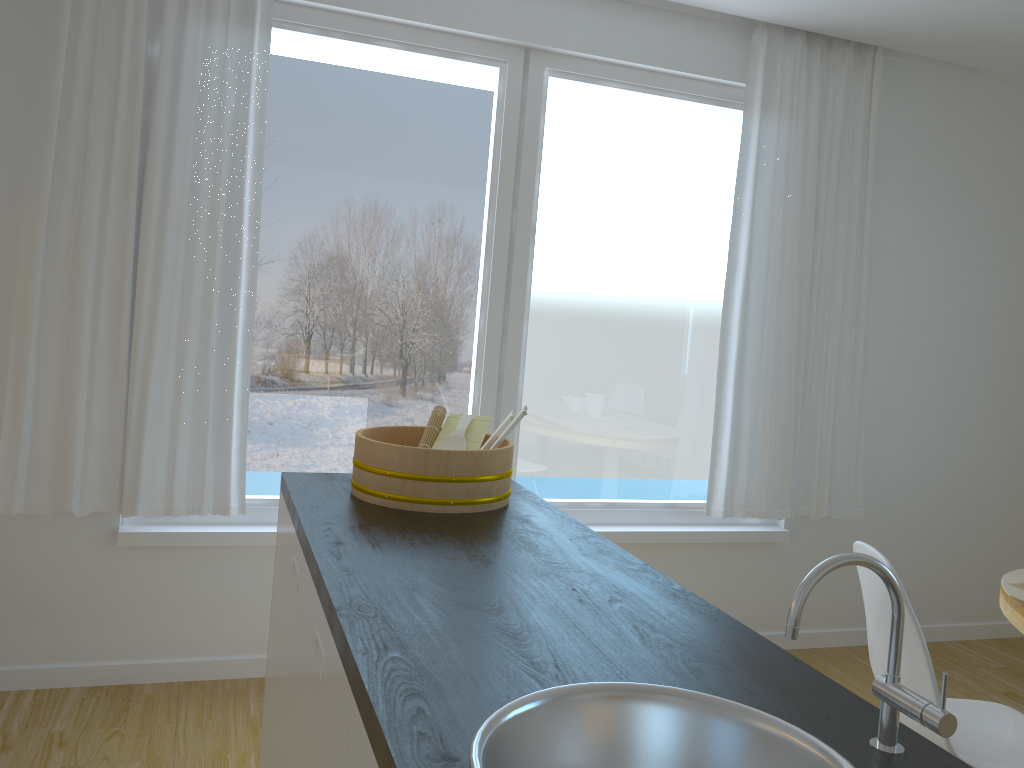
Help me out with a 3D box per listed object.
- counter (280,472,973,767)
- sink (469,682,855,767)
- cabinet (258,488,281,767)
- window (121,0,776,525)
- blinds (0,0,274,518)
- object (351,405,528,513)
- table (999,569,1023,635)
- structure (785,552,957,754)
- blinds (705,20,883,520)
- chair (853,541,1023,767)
[{"bbox_3d":[0.087,0.375,1.192,0.600,0.040,2.410,3,5,-19],"label":"counter"},{"bbox_3d":[0.151,0.458,0.884,0.405,0.156,0.404,6,4,23],"label":"sink"},{"bbox_3d":[0.048,0.848,1.198,0.600,0.908,2.410,4,4,-19],"label":"cabinet"},{"bbox_3d":[-0.029,-0.393,3.591,2.723,1.916,0.088,4,1,-19],"label":"window"},{"bbox_3d":[-1.224,-0.626,2.968,0.793,2.157,0.150,4,1,-19],"label":"blinds"},{"bbox_3d":[-0.180,0.156,2.127,0.379,0.214,0.430,5,4,9],"label":"object"},{"bbox_3d":[1.975,1.053,1.779,1.192,0.724,2.198,3,4,-20],"label":"table"},{"bbox_3d":[0.371,0.291,0.923,0.162,0.215,0.097,4,2,-19],"label":"structure"},{"bbox_3d":[1.290,-0.487,3.831,0.794,2.157,0.150,4,1,-19],"label":"blinds"},{"bbox_3d":[1.092,0.866,2.150,0.523,0.900,0.430,5,1,1],"label":"chair"}]
